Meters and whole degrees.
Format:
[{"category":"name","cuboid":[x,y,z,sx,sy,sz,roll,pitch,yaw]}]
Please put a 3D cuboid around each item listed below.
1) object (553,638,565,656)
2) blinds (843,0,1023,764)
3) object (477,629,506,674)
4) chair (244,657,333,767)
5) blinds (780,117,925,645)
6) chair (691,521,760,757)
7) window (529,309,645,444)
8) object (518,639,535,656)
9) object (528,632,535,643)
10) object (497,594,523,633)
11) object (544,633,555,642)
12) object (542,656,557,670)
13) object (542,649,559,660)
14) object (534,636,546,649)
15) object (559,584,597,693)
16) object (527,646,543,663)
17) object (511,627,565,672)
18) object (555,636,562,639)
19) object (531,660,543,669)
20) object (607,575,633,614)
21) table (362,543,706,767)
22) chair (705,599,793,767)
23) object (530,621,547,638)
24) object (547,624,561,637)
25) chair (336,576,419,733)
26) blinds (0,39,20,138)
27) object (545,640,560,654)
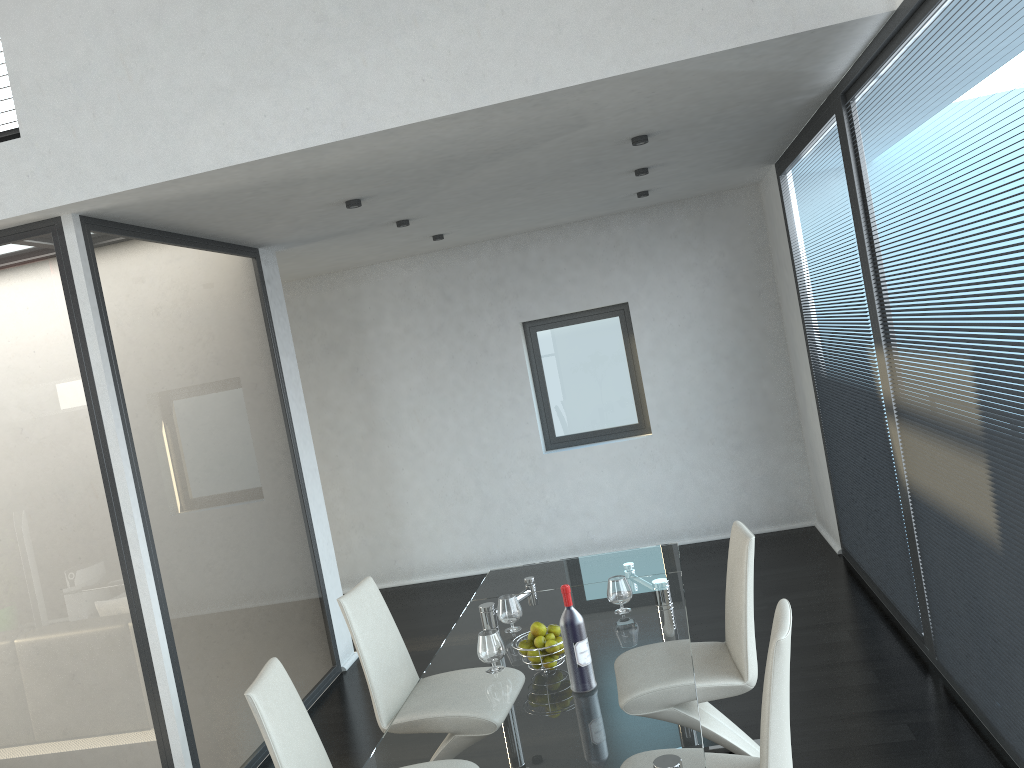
[{"category":"object","cuboid":[0.151,0.865,2.920,0.058,0.058,0.058,-12,3,-24]},{"category":"blinds","cuboid":[1.561,0.076,3.058,0.018,2.537,1.874,-10,2,9]},{"category":"object","cuboid":[-0.070,0.913,3.029,0.098,0.132,0.098,-9,3,29]},{"category":"chair","cuboid":[-0.407,1.313,2.752,0.612,0.959,0.471,-11,2,-1]},{"category":"blinds","cuboid":[1.872,-0.064,5.056,0.018,2.537,1.787,-10,2,9]},{"category":"chair","cuboid":[0.700,1.077,3.440,0.612,0.959,0.471,-10,2,4]},{"category":"window","cuboid":[0.627,-0.056,7.406,0.800,1.000,0.050,-10,2,9]},{"category":"object","cuboid":[0.048,0.873,2.934,0.055,0.048,0.054,-11,2,3]},{"category":"object","cuboid":[0.079,0.852,2.977,0.055,0.054,0.050,-12,2,-21]},{"category":"object","cuboid":[-0.008,0.885,3.422,0.098,0.132,0.098,-9,3,29]},{"category":"object","cuboid":[0.124,0.845,2.944,0.040,0.038,0.040,-11,2,-19]},{"category":"object","cuboid":[0.124,0.913,2.907,0.048,0.048,0.048,-10,2,21]},{"category":"object","cuboid":[0.127,0.905,2.963,0.059,0.056,0.061,-12,3,-36]},{"category":"object","cuboid":[0.093,0.846,2.902,0.040,0.043,0.044,-10,3,24]},{"category":"object","cuboid":[0.192,0.777,2.720,0.082,0.326,0.082,-9,3,30]},{"category":"object","cuboid":[0.076,0.884,2.895,0.053,0.055,0.054,-12,3,-26]},{"category":"object","cuboid":[0.108,0.892,2.938,0.206,0.105,0.206,-12,3,-36]},{"category":"object","cuboid":[0.157,0.864,2.961,0.040,0.040,0.039,-11,2,1]},{"category":"object","cuboid":[0.084,0.925,2.941,0.038,0.038,0.038,-10,2,13]},{"category":"object","cuboid":[0.413,0.807,3.398,0.098,0.132,0.098,-9,3,29]},{"category":"table","cuboid":[0.204,1.301,3.038,0.940,0.731,2.720,-10,2,9]},{"category":"chair","cuboid":[0.551,1.143,2.498,0.612,0.959,0.471,-10,2,19]},{"category":"object","cuboid":[0.088,0.815,2.942,0.055,0.056,0.055,-10,2,9]},{"category":"object","cuboid":[0.141,0.828,2.977,0.047,0.045,0.047,-10,2,10]},{"category":"chair","cuboid":[-0.291,1.257,3.586,0.612,0.959,0.471,-10,2,14]},{"category":"blinds","cuboid":[-2.631,-1.633,3.749,1.076,1.372,0.048,-10,2,9]},{"category":"object","cuboid":[0.131,0.853,2.880,0.047,0.048,0.047,-12,3,-28]}]
